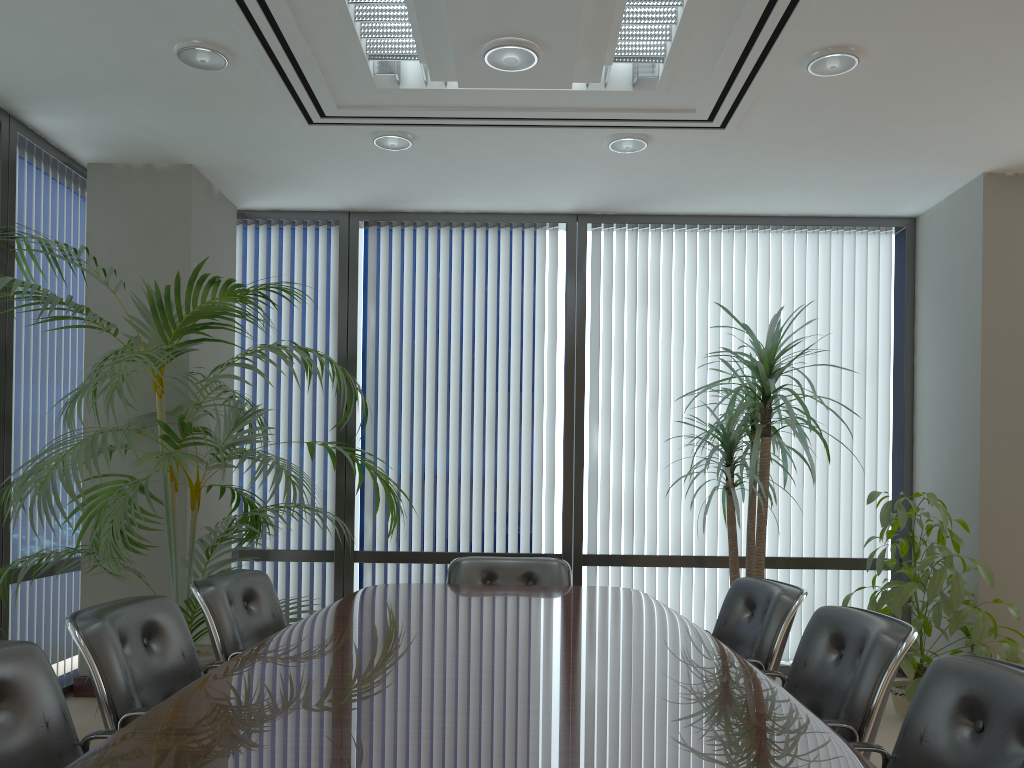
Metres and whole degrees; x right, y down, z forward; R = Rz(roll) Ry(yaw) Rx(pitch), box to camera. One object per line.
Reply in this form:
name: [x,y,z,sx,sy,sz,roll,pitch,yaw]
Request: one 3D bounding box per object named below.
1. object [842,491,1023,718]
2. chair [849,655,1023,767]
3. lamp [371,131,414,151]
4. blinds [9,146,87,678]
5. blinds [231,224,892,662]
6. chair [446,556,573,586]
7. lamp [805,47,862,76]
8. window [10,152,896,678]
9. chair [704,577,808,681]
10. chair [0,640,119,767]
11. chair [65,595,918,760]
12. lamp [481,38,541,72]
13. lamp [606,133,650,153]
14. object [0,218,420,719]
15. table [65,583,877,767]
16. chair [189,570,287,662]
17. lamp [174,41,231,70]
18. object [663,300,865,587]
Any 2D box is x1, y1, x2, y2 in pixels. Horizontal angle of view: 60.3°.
object: [2.322,1.247,4.841,0.981,1.310,0.858,2,-2,-29]
chair: [0.762,1.046,1.889,0.852,0.857,0.762,1,-3,1]
lamp: [-0.625,-1.268,4.618,0.225,0.035,0.226,0,-6,11]
blinds: [-2.620,0.062,3.342,0.031,2.896,4.921,1,-5,1]
blinds: [0.070,0.390,5.958,4.928,2.905,0.051,1,0,0]
chair: [-0.010,1.308,4.346,0.758,0.857,0.856,1,-3,1]
lamp: [1.344,-1.343,3.695,0.225,0.035,0.226,-2,-7,25]
window: [-1.276,0.238,4.692,7.398,2.904,3.537,6,-6,-44]
chair: [0.736,1.232,3.562,0.852,0.857,0.737,1,-3,-4]
chair: [-0.912,1.025,1.903,0.852,0.857,0.762,1,-3,1]
chair: [-0.067,1.130,2.745,2.526,0.857,0.762,1,-3,0]
lamp: [-0.003,-1.220,3.289,0.225,0.035,0.226,-2,-7,25]
lamp: [0.605,-1.252,4.608,0.225,0.035,0.226,2,-6,-10]
object: [-1.717,0.468,4.333,2.088,2.473,2.175,0,-3,21]
table: [-0.060,1.140,2.348,1.506,0.747,4.092,1,-6,1]
chair: [-0.855,1.214,3.600,0.852,0.857,0.762,0,-3,6]
lamp: [-1.303,-1.378,3.717,0.225,0.035,0.226,-2,-7,25]
object: [1.428,0.697,5.151,1.018,2.309,1.033,1,-1,-24]
